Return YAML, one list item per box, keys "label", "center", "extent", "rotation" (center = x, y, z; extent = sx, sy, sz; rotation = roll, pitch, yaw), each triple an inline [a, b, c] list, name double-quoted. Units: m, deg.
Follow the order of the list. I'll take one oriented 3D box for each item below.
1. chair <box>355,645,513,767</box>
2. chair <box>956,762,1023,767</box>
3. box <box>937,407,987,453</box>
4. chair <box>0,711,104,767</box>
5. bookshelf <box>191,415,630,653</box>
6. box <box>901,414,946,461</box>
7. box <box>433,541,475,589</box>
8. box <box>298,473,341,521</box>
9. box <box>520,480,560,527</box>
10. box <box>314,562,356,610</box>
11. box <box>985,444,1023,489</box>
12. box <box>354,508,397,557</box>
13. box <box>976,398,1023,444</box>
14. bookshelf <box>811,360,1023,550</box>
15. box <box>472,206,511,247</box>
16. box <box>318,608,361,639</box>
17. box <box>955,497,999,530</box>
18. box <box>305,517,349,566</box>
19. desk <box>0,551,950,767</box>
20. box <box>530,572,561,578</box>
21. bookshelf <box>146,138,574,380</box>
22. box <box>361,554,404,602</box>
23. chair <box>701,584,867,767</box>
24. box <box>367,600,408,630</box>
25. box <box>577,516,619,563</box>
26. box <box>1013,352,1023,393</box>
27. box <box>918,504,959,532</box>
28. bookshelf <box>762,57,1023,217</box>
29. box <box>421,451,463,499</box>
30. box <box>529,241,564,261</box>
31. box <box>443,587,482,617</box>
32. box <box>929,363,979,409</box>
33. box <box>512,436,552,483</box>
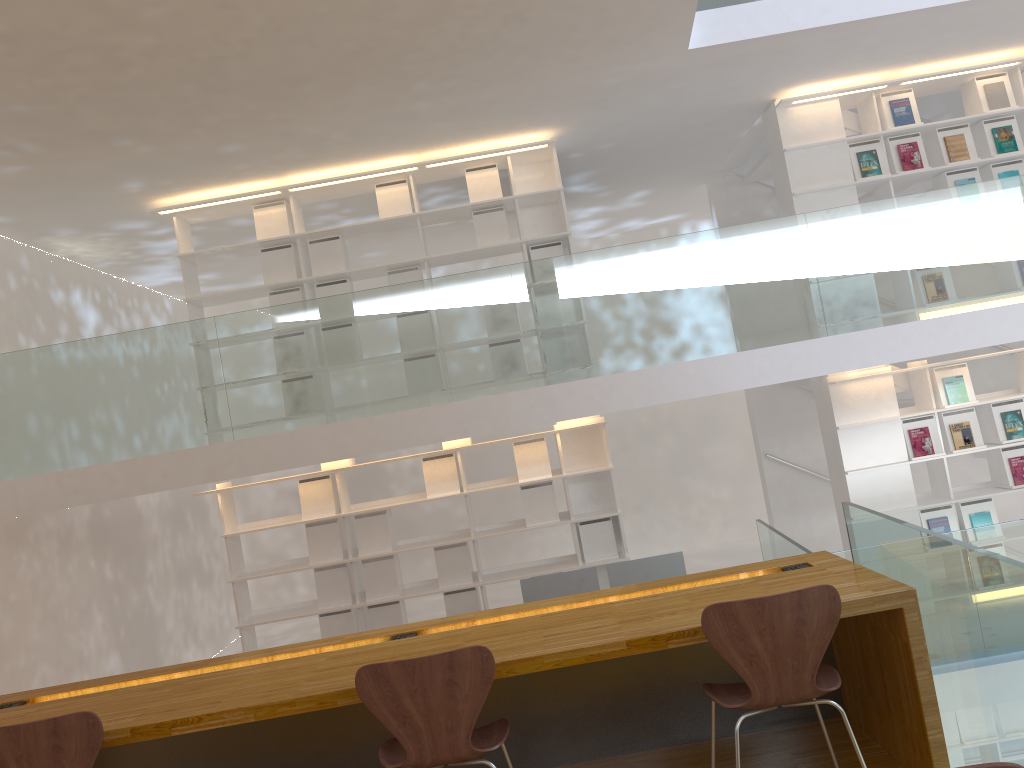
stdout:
- label: "chair"
  center: [-0.189, 1.094, 2.601]
  extent: [0.428, 0.693, 0.381]
  rotation: [-10, -2, 0]
- label: "chair"
  center: [0.597, 0.890, 1.055]
  extent: [0.428, 0.693, 0.381]
  rotation: [-10, -2, 0]
- label: "box"
  center: [3.271, 0.339, 6.524]
  extent: [0.245, 0.296, 0.274]
  rotation: [-10, -2, 0]
- label: "chair"
  center: [-1.291, 1.289, 2.637]
  extent: [0.428, 0.693, 0.381]
  rotation: [-10, -2, 0]
- label: "bookshelf"
  center: [-0.649, 1.373, 6.484]
  extent: [2.984, 1.836, 0.498]
  rotation: [-10, -2, 0]
- label: "box"
  center: [2.972, 0.389, 6.511]
  extent: [0.245, 0.296, 0.274]
  rotation: [-10, -2, 0]
- label: "box"
  center: [-0.429, 1.322, 6.553]
  extent: [0.245, 0.296, 0.274]
  rotation: [-10, -2, 0]
- label: "box"
  center: [-1.429, 0.831, 6.579]
  extent: [0.245, 0.296, 0.274]
  rotation: [-10, -2, 0]
- label: "box"
  center: [0.202, 0.878, 6.568]
  extent: [0.245, 0.296, 0.274]
  rotation: [-10, -2, 0]
- label: "box"
  center: [-1.305, 1.476, 6.552]
  extent: [0.245, 0.296, 0.274]
  rotation: [-10, -2, 0]
- label: "box"
  center: [3.685, 0.592, 6.499]
  extent: [0.245, 0.296, 0.274]
  rotation: [-10, -2, 0]
- label: "box"
  center: [-1.015, 1.092, 6.566]
  extent: [0.245, 0.296, 0.274]
  rotation: [-10, -2, 0]
- label: "box"
  center: [3.623, 0.269, 6.512]
  extent: [0.245, 0.296, 0.274]
  rotation: [-10, -2, 0]
- label: "bookshelf"
  center: [4.244, 0.518, 6.547]
  extent: [3.666, 1.836, 0.397]
  rotation: [-10, -2, 0]
- label: "box"
  center: [-0.153, -1.150, 6.655]
  extent: [0.245, 0.296, 0.274]
  rotation: [-10, -2, 0]
- label: "box"
  center: [-1.268, 1.803, 6.538]
  extent: [0.245, 0.296, 0.274]
  rotation: [-10, -2, 0]
- label: "box"
  center: [3.381, 0.986, 6.484]
  extent: [0.245, 0.296, 0.274]
  rotation: [-10, -2, 0]
- label: "box"
  center: [-1.372, 1.154, 6.566]
  extent: [0.245, 0.296, 0.274]
  rotation: [-10, -2, 0]
- label: "desk"
  center: [-0.283, 1.344, 3.203]
  extent: [3.236, 0.918, 1.285]
  rotation: [-10, -2, 0]
- label: "box"
  center: [0.278, 1.532, 6.541]
  extent: [0.245, 0.296, 0.274]
  rotation: [-10, -2, 0]
- label: "bookshelf"
  center: [-1.005, -0.655, 6.570]
  extent: [2.984, 1.836, 0.498]
  rotation: [-10, -2, 0]
- label: "box"
  center: [-0.959, 1.415, 6.552]
  extent: [0.245, 0.296, 0.274]
  rotation: [-10, -2, 0]
- label: "chair"
  center: [0.767, 0.926, 2.603]
  extent: [0.428, 0.693, 0.381]
  rotation: [-10, -2, 0]
- label: "box"
  center: [-0.915, 1.741, 6.539]
  extent: [0.245, 0.296, 0.274]
  rotation: [-10, -2, 0]
- label: "box"
  center: [0.629, 1.136, 6.555]
  extent: [0.245, 0.296, 0.274]
  rotation: [-10, -2, 0]
- label: "box"
  center: [3.914, -0.108, 6.527]
  extent: [0.245, 0.296, 0.274]
  rotation: [-10, -2, 0]
- label: "box"
  center: [3.089, 1.037, 6.483]
  extent: [0.245, 0.296, 0.274]
  rotation: [-10, -2, 0]
- label: "bookshelf"
  center: [3.888, -1.512, 6.583]
  extent: [3.666, 1.836, 0.498]
  rotation: [-10, -2, 0]
- label: "box"
  center: [-0.521, 0.671, 6.579]
  extent: [0.245, 0.296, 0.274]
  rotation: [-10, -2, 0]
- label: "box"
  center: [0.273, -0.892, 6.642]
  extent: [0.245, 0.296, 0.274]
  rotation: [-10, -2, 0]
- label: "box"
  center: [-0.358, 1.643, 6.540]
  extent: [0.245, 0.296, 0.274]
  rotation: [-10, -2, 0]
- label: "box"
  center: [3.215, 0.014, 6.525]
  extent: [0.245, 0.296, 0.274]
  rotation: [-10, -2, 0]
- label: "box"
  center: [0.147, 0.555, 6.582]
  extent: [0.245, 0.296, 0.274]
  rotation: [-10, -2, 0]
